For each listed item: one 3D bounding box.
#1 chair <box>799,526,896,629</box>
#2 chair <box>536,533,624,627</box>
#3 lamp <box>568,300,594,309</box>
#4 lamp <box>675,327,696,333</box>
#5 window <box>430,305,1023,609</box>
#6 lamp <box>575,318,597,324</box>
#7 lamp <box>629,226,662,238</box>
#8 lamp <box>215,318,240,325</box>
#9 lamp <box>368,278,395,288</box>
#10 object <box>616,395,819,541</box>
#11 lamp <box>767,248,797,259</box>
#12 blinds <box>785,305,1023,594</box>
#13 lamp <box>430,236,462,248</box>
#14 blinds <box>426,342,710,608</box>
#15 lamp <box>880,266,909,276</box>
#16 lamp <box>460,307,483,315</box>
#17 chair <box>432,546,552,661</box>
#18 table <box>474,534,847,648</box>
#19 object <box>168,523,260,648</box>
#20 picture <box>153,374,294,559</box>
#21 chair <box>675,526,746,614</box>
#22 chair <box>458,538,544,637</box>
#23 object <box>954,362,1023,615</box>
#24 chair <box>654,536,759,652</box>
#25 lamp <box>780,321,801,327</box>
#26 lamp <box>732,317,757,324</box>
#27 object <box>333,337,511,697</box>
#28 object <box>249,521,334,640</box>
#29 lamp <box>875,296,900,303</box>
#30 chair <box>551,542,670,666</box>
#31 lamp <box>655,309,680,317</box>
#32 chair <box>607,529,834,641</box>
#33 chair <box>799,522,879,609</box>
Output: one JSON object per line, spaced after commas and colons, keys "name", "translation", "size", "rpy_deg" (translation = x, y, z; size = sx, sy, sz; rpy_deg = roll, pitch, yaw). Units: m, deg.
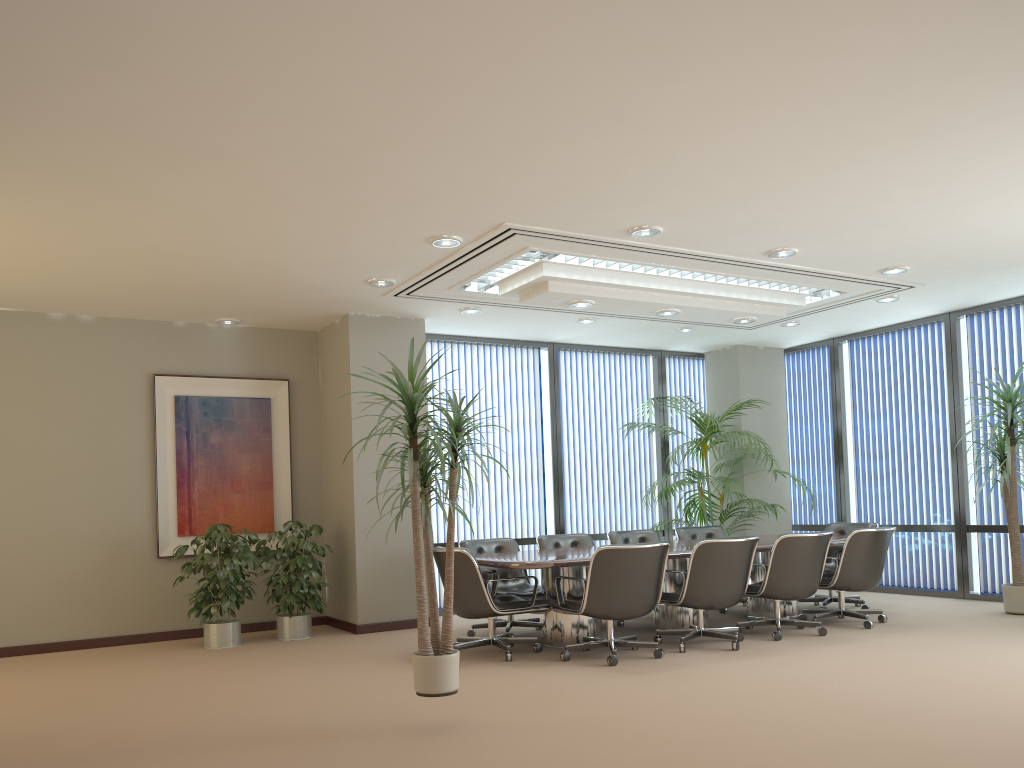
{"name": "chair", "translation": [2.947, 1.704, 7.840], "size": [0.735, 0.854, 0.858], "rpy_deg": [1, -6, -35]}
{"name": "chair", "translation": [0.683, 1.864, 8.419], "size": [0.759, 0.854, 0.858], "rpy_deg": [0, -5, -30]}
{"name": "lamp", "translation": [0.588, -0.672, 7.490], "size": [0.225, 0.035, 0.227], "rpy_deg": [0, -8, -13]}
{"name": "lamp", "translation": [1.927, -0.595, 9.779], "size": [0.225, 0.035, 0.227], "rpy_deg": [-1, -8, -6]}
{"name": "window", "translation": [2.850, 0.936, 10.190], "size": [7.382, 2.899, 3.552], "rpy_deg": [-4, -6, 15]}
{"name": "lamp", "translation": [0.769, -0.645, 9.110], "size": [0.225, 0.035, 0.227], "rpy_deg": [-1, -8, -6]}
{"name": "lamp", "translation": [0.932, -1.055, 6.151], "size": [0.225, 0.035, 0.226], "rpy_deg": [4, -10, -40]}
{"name": "lamp", "translation": [-2.750, -0.598, 8.529], "size": [0.225, 0.035, 0.227], "rpy_deg": [1, -8, -20]}
{"name": "lamp", "translation": [-1.076, -0.830, 7.272], "size": [0.225, 0.035, 0.227], "rpy_deg": [0, -8, -13]}
{"name": "object", "translation": [2.331, 1.257, 10.377], "size": [2.165, 2.467, 2.103], "rpy_deg": [-1, -4, -9]}
{"name": "lamp", "translation": [2.089, -1.005, 6.819], "size": [0.225, 0.035, 0.227], "rpy_deg": [-1, -8, -6]}
{"name": "blinds", "translation": [4.623, 0.795, 9.673], "size": [0.050, 2.891, 4.967], "rpy_deg": [-1, -6, -30]}
{"name": "lamp", "translation": [-0.463, -0.997, 6.207], "size": [0.225, 0.035, 0.227], "rpy_deg": [2, -9, -26]}
{"name": "blinds", "translation": [1.007, 1.060, 10.663], "size": [4.895, 2.895, 0.032], "rpy_deg": [2, -3, -30]}
{"name": "lamp", "translation": [3.247, -0.955, 7.487], "size": [0.225, 0.035, 0.227], "rpy_deg": [-1, -8, -6]}
{"name": "lamp", "translation": [-0.389, -0.695, 8.442], "size": [0.225, 0.035, 0.227], "rpy_deg": [0, -8, -13]}
{"name": "chair", "translation": [-0.195, 1.688, 6.896], "size": [0.852, 0.854, 0.764], "rpy_deg": [1, -5, -30]}
{"name": "table", "translation": [1.500, 1.819, 7.908], "size": [4.069, 0.745, 1.518], "rpy_deg": [2, -8, -30]}
{"name": "object", "translation": [-2.580, 1.795, 7.902], "size": [0.802, 1.088, 0.737], "rpy_deg": [-5, -5, 41]}
{"name": "picture", "translation": [-2.803, 0.798, 8.629], "size": [1.296, 1.739, 0.058], "rpy_deg": [0, -3, -30]}
{"name": "chair", "translation": [2.174, 1.922, 9.230], "size": [0.758, 0.854, 0.859], "rpy_deg": [0, -5, -25]}
{"name": "chair", "translation": [-0.033, 1.827, 7.959], "size": [0.759, 0.854, 0.858], "rpy_deg": [1, -6, -35]}
{"name": "object", "translation": [4.632, 0.955, 8.079], "size": [1.021, 2.303, 1.033], "rpy_deg": [-4, -3, 35]}
{"name": "chair", "translation": [1.518, 1.637, 6.969], "size": [0.759, 0.854, 0.858], "rpy_deg": [0, -5, -30]}
{"name": "lamp", "translation": [3.047, -0.653, 9.651], "size": [0.225, 0.035, 0.227], "rpy_deg": [1, -8, -20]}
{"name": "lamp", "translation": [2.224, -0.602, 8.434], "size": [0.225, 0.035, 0.227], "rpy_deg": [-1, -8, -6]}
{"name": "object", "translation": [-0.440, 0.707, 4.624], "size": [0.808, 1.824, 0.818], "rpy_deg": [-4, -3, 35]}
{"name": "object", "translation": [-2.063, 1.827, 8.275], "size": [0.736, 1.088, 0.803], "rpy_deg": [-2, -4, 2]}
{"name": "lamp", "translation": [3.660, -0.820, 8.587], "size": [0.225, 0.035, 0.226], "rpy_deg": [4, -10, -40]}
{"name": "chair", "translation": [0.733, 1.610, 6.568], "size": [0.753, 0.854, 0.863], "rpy_deg": [0, -5, -26]}
{"name": "lamp", "translation": [1.406, -0.637, 7.962], "size": [0.225, 0.035, 0.227], "rpy_deg": [-1, -8, -6]}
{"name": "chair", "translation": [1.836, 1.782, 8.118], "size": [0.758, 0.852, 2.547], "rpy_deg": [0, -7, -30]}
{"name": "chair", "translation": [3.244, 1.836, 8.881], "size": [0.852, 0.854, 0.764], "rpy_deg": [1, -5, -30]}
